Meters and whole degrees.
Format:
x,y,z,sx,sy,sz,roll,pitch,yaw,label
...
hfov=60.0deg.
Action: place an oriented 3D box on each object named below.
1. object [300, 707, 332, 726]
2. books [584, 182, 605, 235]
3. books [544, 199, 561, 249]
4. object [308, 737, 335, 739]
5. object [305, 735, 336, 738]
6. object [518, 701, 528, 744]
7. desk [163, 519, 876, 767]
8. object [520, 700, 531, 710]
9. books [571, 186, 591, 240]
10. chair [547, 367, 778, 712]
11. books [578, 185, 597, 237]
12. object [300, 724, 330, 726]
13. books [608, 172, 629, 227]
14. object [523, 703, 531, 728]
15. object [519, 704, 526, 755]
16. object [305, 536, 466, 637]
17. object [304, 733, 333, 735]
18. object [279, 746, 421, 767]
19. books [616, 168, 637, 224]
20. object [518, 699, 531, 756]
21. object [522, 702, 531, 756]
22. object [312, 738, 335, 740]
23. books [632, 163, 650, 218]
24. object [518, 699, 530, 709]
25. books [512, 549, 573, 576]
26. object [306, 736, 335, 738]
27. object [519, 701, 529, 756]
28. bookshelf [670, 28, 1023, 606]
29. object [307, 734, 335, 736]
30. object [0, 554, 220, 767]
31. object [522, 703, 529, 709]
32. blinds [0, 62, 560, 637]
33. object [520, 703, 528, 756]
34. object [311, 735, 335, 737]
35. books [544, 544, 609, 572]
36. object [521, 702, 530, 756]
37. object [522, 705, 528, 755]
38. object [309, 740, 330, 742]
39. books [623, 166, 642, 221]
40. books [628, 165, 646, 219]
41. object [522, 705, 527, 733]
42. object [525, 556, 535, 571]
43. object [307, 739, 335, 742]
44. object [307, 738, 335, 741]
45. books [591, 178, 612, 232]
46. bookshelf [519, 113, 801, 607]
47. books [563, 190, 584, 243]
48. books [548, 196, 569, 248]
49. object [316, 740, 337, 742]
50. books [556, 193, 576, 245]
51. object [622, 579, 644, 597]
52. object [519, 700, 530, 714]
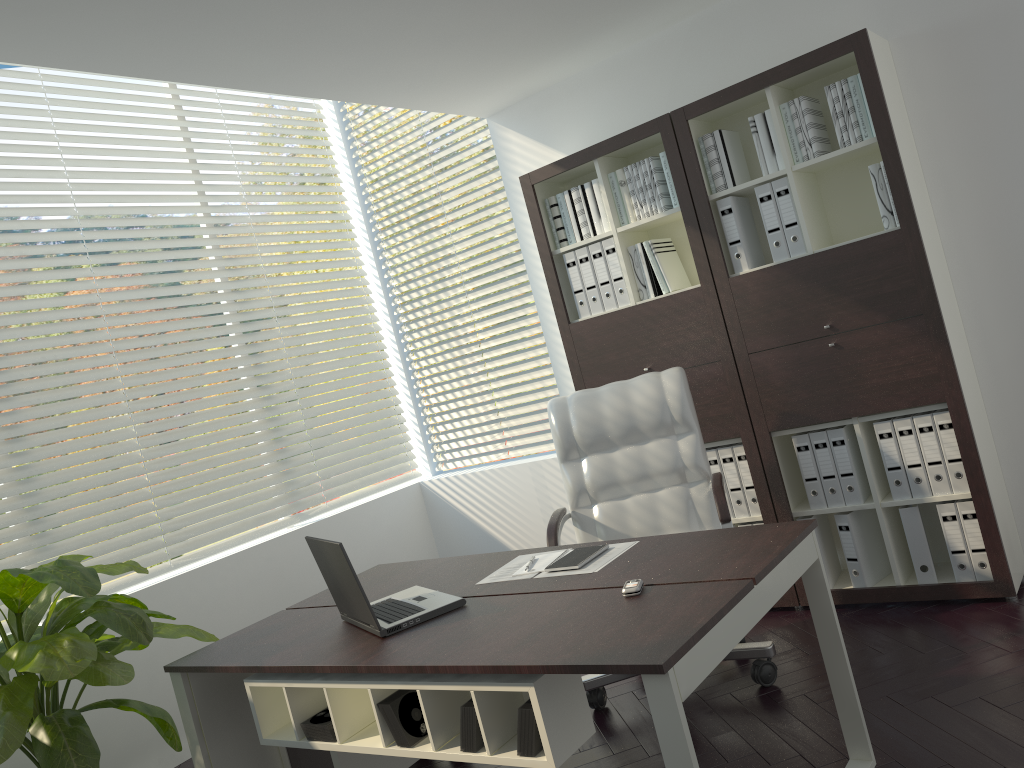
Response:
x,y,z,sx,sy,sz,roll,pitch,yaw,label
-0.517,0.941,2.530,0.119,0.002,0.133,-14,1,37,object
0.441,-0.839,4.254,0.040,0.258,0.208,-15,0,37,books
0.253,-0.791,4.397,0.020,0.258,0.208,-15,0,37,books
-0.497,0.974,2.522,0.119,0.002,0.133,-14,1,37,object
-0.500,0.971,2.523,0.119,0.002,0.133,-14,1,37,object
0.053,0.787,2.084,0.040,0.113,0.133,-15,1,37,object
-0.035,0.976,2.659,1.809,0.698,0.977,-14,1,37,desk
0.058,0.785,2.080,0.039,0.113,0.133,-15,1,37,object
0.381,-0.823,4.288,0.040,0.258,0.208,-15,0,37,books
0.511,0.575,3.398,0.724,1.166,0.830,-15,0,12,chair
0.410,-0.831,4.272,0.020,0.258,0.208,-15,0,38,books
-0.517,0.941,2.530,0.119,0.002,0.133,-14,1,37,object
0.546,-0.865,4.170,0.040,0.258,0.208,-15,0,38,books
0.065,0.783,2.074,0.039,0.113,0.133,-15,1,37,object
0.056,0.786,2.081,0.040,0.113,0.133,-15,1,37,object
-0.388,0.558,2.672,0.320,0.288,0.380,-15,1,-28,object
-0.503,0.965,2.525,0.119,0.002,0.133,-14,1,37,object
-0.499,1.102,3.141,0.326,0.675,0.606,-15,1,37,object
0.579,-0.873,4.138,0.040,0.258,0.208,-15,0,37,books
0.054,0.786,2.083,0.039,0.113,0.133,-15,1,37,object
0.063,0.784,2.076,0.039,0.113,0.133,-15,1,37,object
-0.496,0.976,2.522,0.119,0.002,0.133,-14,1,37,object
0.639,-0.888,4.091,0.020,0.258,0.208,-15,0,37,books
0.052,0.786,2.084,0.039,0.113,0.133,-15,1,37,object
0.145,0.558,2.814,0.239,0.012,0.205,-14,1,25,books
-0.499,0.973,2.523,0.119,0.002,0.133,-14,1,37,object
0.056,0.786,2.081,0.039,0.113,0.133,-15,1,37,object
1.369,-0.213,3.675,0.826,2.188,0.362,-15,0,37,bookshelf
-0.502,0.967,2.524,0.119,0.002,0.133,-14,1,37,object
-1.537,1.110,2.878,1.025,1.198,1.122,-15,1,16,object
0.061,0.784,2.077,0.039,0.113,0.133,-15,1,37,object
-2.000,-1.215,4.316,3.926,4.265,1.217,-15,0,-34,blinds
0.058,0.785,2.080,0.040,0.113,0.133,-15,1,37,object
-0.501,0.969,2.524,0.119,0.002,0.133,-14,1,37,object
0.204,0.539,2.748,0.126,0.012,0.205,-14,1,34,books
0.060,0.785,2.078,0.040,0.113,0.133,-15,1,37,object
0.063,0.784,2.076,0.040,0.113,0.133,-15,1,37,object
-0.493,0.982,2.521,0.119,0.002,0.133,-14,1,37,object
0.605,-0.880,4.118,0.020,0.258,0.208,-15,0,37,books
0.622,-0.884,4.104,0.020,0.258,0.208,-15,0,37,books
0.062,0.784,2.077,0.040,0.113,0.133,-15,1,37,object
0.057,0.575,2.834,0.011,0.011,0.158,-15,1,12,object
-0.494,0.980,2.521,0.119,0.002,0.133,-14,1,37,object
-0.495,0.978,2.522,0.119,0.002,0.133,-14,1,37,object
0.475,-0.847,4.222,0.040,0.258,0.208,-15,0,37,books
0.725,-0.052,4.176,0.826,2.188,0.362,-15,0,37,bookshelf
0.347,-0.815,4.319,0.040,0.258,0.208,-15,0,38,books
0.279,-0.798,4.375,0.040,0.258,0.208,-15,0,38,books
-0.493,0.982,2.521,0.119,0.002,0.133,-14,1,37,object
0.315,-0.807,4.350,0.040,0.258,0.208,-15,0,37,books
0.308,0.519,2.263,0.047,0.021,0.084,-15,1,16,object
0.054,0.786,2.083,0.040,0.113,0.133,-15,1,37,object
